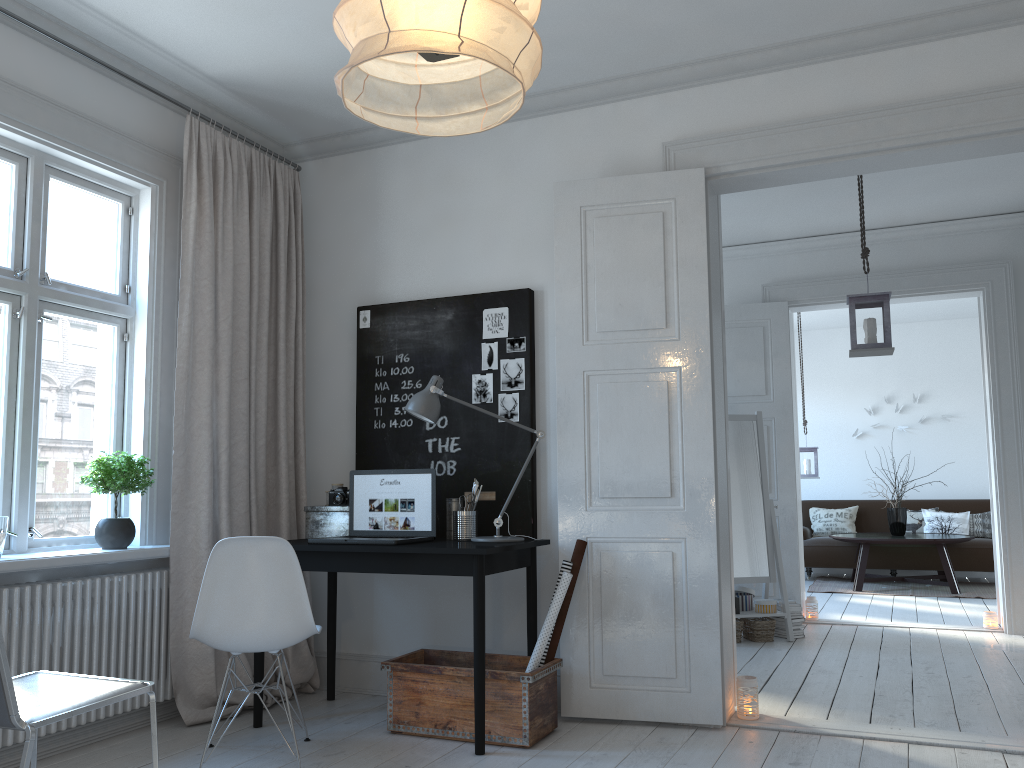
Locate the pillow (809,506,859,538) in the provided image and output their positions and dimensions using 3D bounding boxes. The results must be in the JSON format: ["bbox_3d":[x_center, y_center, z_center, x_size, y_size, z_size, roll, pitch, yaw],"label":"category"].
[{"bbox_3d":[3.533,1.521,9.728,0.519,0.366,0.239,-3,-7,23],"label":"pillow"}]

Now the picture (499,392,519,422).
[{"bbox_3d":[-0.015,0.107,4.100,0.103,0.136,0.001,-3,-6,24],"label":"picture"}]

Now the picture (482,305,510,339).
[{"bbox_3d":[-0.076,-0.292,4.167,0.148,0.154,0.004,-3,-6,24],"label":"picture"}]

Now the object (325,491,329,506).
[{"bbox_3d":[-0.874,0.547,4.239,0.040,0.069,0.040,-2,-6,12],"label":"object"}]

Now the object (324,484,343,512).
[{"bbox_3d":[-0.850,0.533,4.157,0.056,0.130,0.167,-3,-7,22],"label":"object"}]

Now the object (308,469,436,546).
[{"bbox_3d":[-0.595,0.520,3.788,0.446,0.315,0.326,-3,-7,24],"label":"object"}]

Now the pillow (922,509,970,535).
[{"bbox_3d":[4.492,1.448,9.184,0.471,0.308,0.188,-4,-7,24],"label":"pillow"}]

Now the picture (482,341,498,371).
[{"bbox_3d":[-0.105,-0.131,4.164,0.083,0.145,0.002,-3,-6,24],"label":"picture"}]

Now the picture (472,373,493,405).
[{"bbox_3d":[-0.138,0.022,4.163,0.107,0.150,0.001,-3,-6,24],"label":"picture"}]

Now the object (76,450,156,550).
[{"bbox_3d":[-1.637,0.474,3.659,0.309,0.406,0.272,1,-6,-16],"label":"object"}]

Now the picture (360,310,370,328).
[{"bbox_3d":[-0.741,-0.326,4.466,0.061,0.088,0.004,-3,-6,20],"label":"picture"}]

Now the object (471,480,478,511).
[{"bbox_3d":[-0.177,0.554,3.918,0.062,0.263,0.012,2,-6,-24],"label":"object"}]

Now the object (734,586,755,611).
[{"bbox_3d":[1.506,1.416,5.897,0.207,0.158,0.241,-5,-8,31],"label":"object"}]

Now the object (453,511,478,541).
[{"bbox_3d":[-0.206,0.624,3.908,0.108,0.128,0.108,-6,-8,38],"label":"object"}]

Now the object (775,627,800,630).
[{"bbox_3d":[1.803,1.604,5.847,0.111,0.014,0.157,2,-7,-23],"label":"object"}]

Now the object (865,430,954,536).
[{"bbox_3d":[3.846,0.937,8.591,0.845,1.064,0.526,0,-6,-6],"label":"object"}]

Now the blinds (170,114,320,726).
[{"bbox_3d":[-1.198,0.153,4.116,0.225,2.642,0.832,-3,-6,23],"label":"blinds"}]

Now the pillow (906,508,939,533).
[{"bbox_3d":[4.255,1.482,9.369,0.473,0.347,0.158,-3,-7,22],"label":"pillow"}]

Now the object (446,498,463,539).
[{"bbox_3d":[-0.260,0.613,4.011,0.079,0.188,0.079,-1,-6,3],"label":"object"}]

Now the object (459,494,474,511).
[{"bbox_3d":[-0.212,0.586,3.926,0.050,0.198,0.081,5,-8,-41],"label":"object"}]

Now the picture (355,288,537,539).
[{"bbox_3d":[-0.337,0.164,4.271,0.953,1.170,0.064,-3,-6,24],"label":"picture"}]

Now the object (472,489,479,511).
[{"bbox_3d":[-0.178,0.575,3.906,0.082,0.221,0.009,4,-7,-37],"label":"object"}]

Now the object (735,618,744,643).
[{"bbox_3d":[1.381,1.587,5.731,0.185,0.139,0.296,0,-7,-5],"label":"object"}]

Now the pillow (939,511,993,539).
[{"bbox_3d":[4.722,1.461,9.205,0.542,0.287,0.183,-4,-7,24],"label":"pillow"}]

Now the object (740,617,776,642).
[{"bbox_3d":[1.594,1.588,5.754,0.185,0.139,0.296,0,-7,-5],"label":"object"}]

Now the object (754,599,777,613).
[{"bbox_3d":[1.639,1.435,5.731,0.142,0.074,0.142,-1,-7,7],"label":"object"}]

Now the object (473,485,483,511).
[{"bbox_3d":[-0.170,0.564,3.898,0.084,0.239,0.009,-1,-6,1],"label":"object"}]

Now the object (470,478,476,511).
[{"bbox_3d":[-0.181,0.551,3.920,0.008,0.267,0.060,-6,-8,40],"label":"object"}]

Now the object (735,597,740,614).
[{"bbox_3d":[1.355,1.422,5.710,0.165,0.103,0.155,1,-7,-12],"label":"object"}]

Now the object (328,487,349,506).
[{"bbox_3d":[-0.790,0.515,4.059,0.137,0.087,0.073,-3,-7,24],"label":"object"}]

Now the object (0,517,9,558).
[{"bbox_3d":[-1.852,0.547,3.157,0.097,0.146,0.098,-4,-7,29],"label":"object"}]

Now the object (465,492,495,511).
[{"bbox_3d":[-0.143,0.584,3.943,0.138,0.208,0.034,-1,-6,4],"label":"object"}]

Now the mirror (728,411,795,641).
[{"bbox_3d":[1.475,0.914,5.847,0.610,1.486,0.418,1,-6,-12],"label":"mirror"}]

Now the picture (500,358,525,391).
[{"bbox_3d":[0.002,-0.046,4.108,0.121,0.152,0.002,-3,-6,24],"label":"picture"}]

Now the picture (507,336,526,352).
[{"bbox_3d":[0.019,-0.185,4.115,0.095,0.071,0.001,-3,-7,24],"label":"picture"}]
